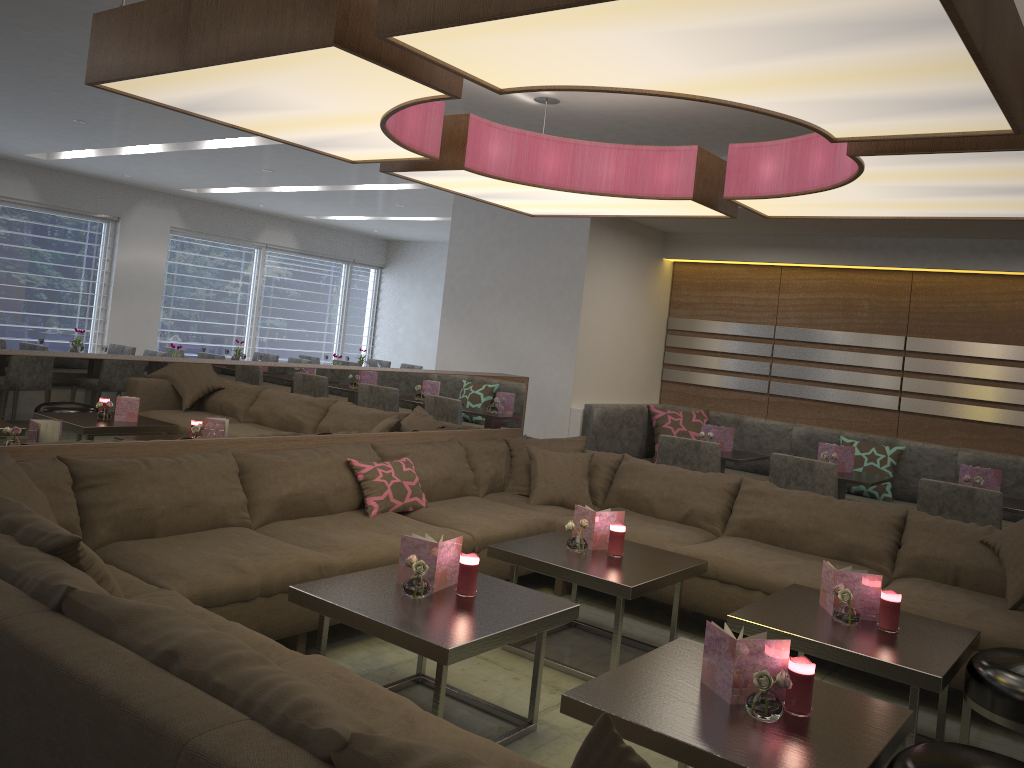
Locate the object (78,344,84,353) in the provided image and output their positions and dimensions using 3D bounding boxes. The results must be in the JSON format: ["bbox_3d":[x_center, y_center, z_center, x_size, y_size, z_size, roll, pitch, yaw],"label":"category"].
[{"bbox_3d":[-3.796,-0.279,7.777,0.053,0.139,0.053,6,-1,-11],"label":"object"}]

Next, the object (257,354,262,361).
[{"bbox_3d":[-2.676,-0.246,9.365,0.053,0.139,0.053,6,-1,-5],"label":"object"}]

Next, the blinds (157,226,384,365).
[{"bbox_3d":[-3.161,-0.859,12.080,0.045,2.044,3.637,5,1,37],"label":"blinds"}]

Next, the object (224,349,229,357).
[{"bbox_3d":[-3.137,-0.315,9.711,0.053,0.139,0.053,6,-1,-5],"label":"object"}]

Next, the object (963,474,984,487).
[{"bbox_3d":[2.486,0.552,4.768,0.094,0.126,0.101,6,0,1],"label":"object"}]

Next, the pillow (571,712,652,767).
[{"bbox_3d":[0.210,0.625,1.199,0.533,0.405,0.278,7,0,25],"label":"pillow"}]

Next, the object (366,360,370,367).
[{"bbox_3d":[-1.724,-0.210,10.568,0.053,0.139,0.053,6,-1,-5],"label":"object"}]

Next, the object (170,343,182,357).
[{"bbox_3d":[-2.695,-0.189,7.033,0.155,0.277,0.103,6,-1,34],"label":"object"}]

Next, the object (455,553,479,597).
[{"bbox_3d":[-0.142,0.615,2.857,0.075,0.128,0.075,6,0,9],"label":"object"}]

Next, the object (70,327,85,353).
[{"bbox_3d":[-3.906,-0.369,7.943,0.155,0.277,0.103,6,-1,34],"label":"object"}]

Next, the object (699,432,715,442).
[{"bbox_3d":[1.256,0.369,5.691,0.107,0.126,0.094,6,0,-11],"label":"object"}]

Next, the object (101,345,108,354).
[{"bbox_3d":[-3.691,-0.280,7.997,0.053,0.139,0.053,6,-1,-11],"label":"object"}]

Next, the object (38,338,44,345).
[{"bbox_3d":[-4.325,-0.354,8.110,0.053,0.139,0.053,6,-1,-11],"label":"object"}]

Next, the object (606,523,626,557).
[{"bbox_3d":[0.427,0.634,3.605,0.075,0.128,0.075,6,0,9],"label":"object"}]

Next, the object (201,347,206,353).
[{"bbox_3d":[-3.310,-0.321,9.478,0.053,0.139,0.053,6,-1,-5],"label":"object"}]

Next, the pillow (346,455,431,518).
[{"bbox_3d":[-0.563,0.469,4.092,0.181,0.252,0.462,6,2,32],"label":"pillow"}]

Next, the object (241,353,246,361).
[{"bbox_3d":[-2.781,-0.245,9.145,0.053,0.139,0.053,6,-1,-5],"label":"object"}]

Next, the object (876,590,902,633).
[{"bbox_3d":[1.267,0.760,2.966,0.075,0.128,0.075,6,0,-1],"label":"object"}]

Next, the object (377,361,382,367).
[{"bbox_3d":[-1.620,-0.211,10.789,0.053,0.139,0.053,6,-1,-5],"label":"object"}]

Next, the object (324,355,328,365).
[{"bbox_3d":[-2.302,-0.293,10.935,0.053,0.139,0.053,6,-1,-5],"label":"object"}]

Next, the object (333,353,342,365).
[{"bbox_3d":[-1.679,-0.155,8.402,0.155,0.277,0.103,6,-1,34],"label":"object"}]

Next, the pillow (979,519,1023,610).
[{"bbox_3d":[2.131,0.642,3.452,0.297,0.513,0.623,6,1,-40],"label":"pillow"}]

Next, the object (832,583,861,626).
[{"bbox_3d":[1.136,0.745,2.991,0.095,0.129,0.106,6,0,-4],"label":"object"}]

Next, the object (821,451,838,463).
[{"bbox_3d":[1.871,0.460,5.238,0.110,0.126,0.092,6,0,-21],"label":"object"}]

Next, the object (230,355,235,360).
[{"bbox_3d":[-2.954,-0.255,9.345,0.070,0.100,0.203,6,2,6],"label":"object"}]

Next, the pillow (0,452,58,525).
[{"bbox_3d":[-1.492,0.420,2.641,0.296,0.357,0.504,6,2,-21],"label":"pillow"}]

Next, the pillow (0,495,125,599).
[{"bbox_3d":[-1.169,0.473,2.263,0.496,0.339,0.311,7,1,31],"label":"pillow"}]

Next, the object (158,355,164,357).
[{"bbox_3d":[-2.955,-0.169,7.423,0.053,0.139,0.053,6,-1,-5],"label":"object"}]

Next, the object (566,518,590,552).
[{"bbox_3d":[0.267,0.616,3.620,0.102,0.132,0.091,6,0,2],"label":"object"}]

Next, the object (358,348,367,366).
[{"bbox_3d":[-1.833,-0.300,10.737,0.155,0.277,0.103,6,-1,34],"label":"object"}]

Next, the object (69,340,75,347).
[{"bbox_3d":[-4.152,-0.349,8.343,0.053,0.139,0.053,6,-1,-11],"label":"object"}]

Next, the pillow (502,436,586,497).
[{"bbox_3d":[0.188,0.468,4.899,0.526,0.395,0.291,6,0,6],"label":"pillow"}]

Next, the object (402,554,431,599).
[{"bbox_3d":[-0.299,0.603,2.776,0.095,0.129,0.100,6,0,20],"label":"object"}]

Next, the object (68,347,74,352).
[{"bbox_3d":[-3.969,-0.289,7.976,0.070,0.100,0.203,6,2,6],"label":"object"}]

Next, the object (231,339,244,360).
[{"bbox_3d":[-2.890,-0.335,9.312,0.155,0.277,0.103,6,-1,34],"label":"object"}]

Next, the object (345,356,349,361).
[{"bbox_3d":[-2.080,-0.280,11.135,0.053,0.139,0.053,6,-1,-5],"label":"object"}]

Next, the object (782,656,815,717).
[{"bbox_3d":[0.710,0.744,2.182,0.075,0.128,0.075,6,0,-1],"label":"object"}]

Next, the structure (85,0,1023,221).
[{"bbox_3d":[0.387,-1.075,3.010,2.457,0.619,2.433,8,4,37],"label":"structure"}]

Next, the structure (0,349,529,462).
[{"bbox_3d":[-1.153,0.408,4.119,0.225,1.008,3.760,5,2,37],"label":"structure"}]

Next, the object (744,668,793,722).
[{"bbox_3d":[0.651,0.742,2.141,0.193,0.126,0.095,5,1,-22],"label":"object"}]

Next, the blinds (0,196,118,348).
[{"bbox_3d":[-6.736,-0.977,7.262,0.045,2.043,7.072,5,2,37],"label":"blinds"}]

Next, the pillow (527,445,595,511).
[{"bbox_3d":[0.261,0.516,4.702,0.380,0.323,0.235,6,0,-8],"label":"pillow"}]
